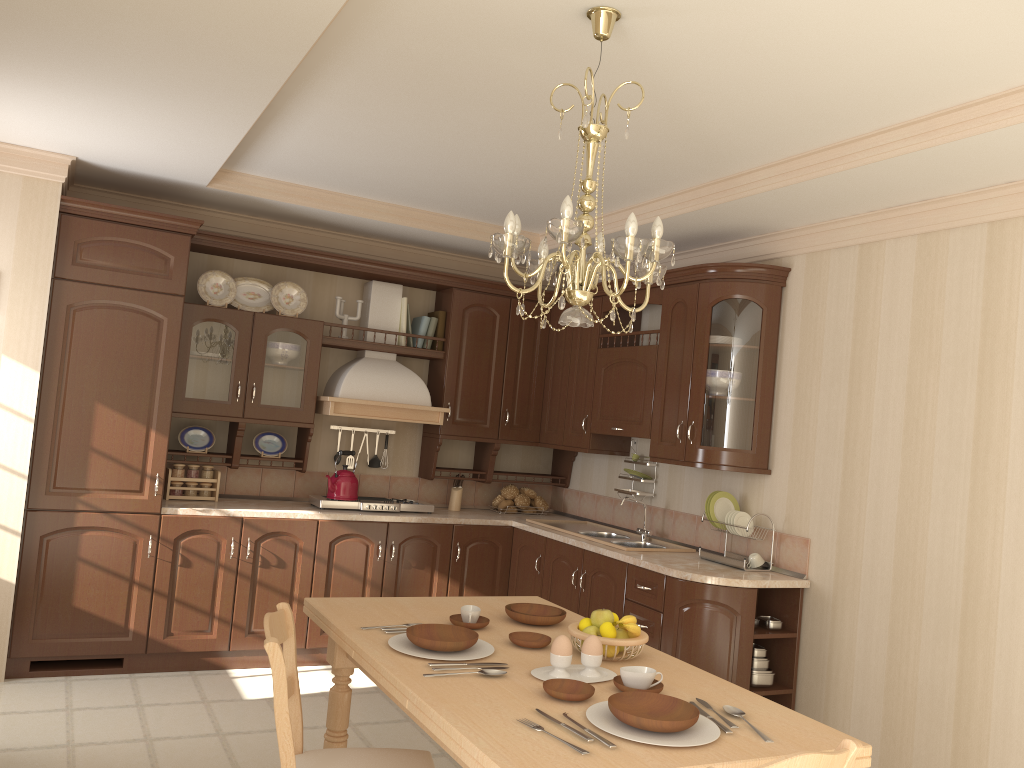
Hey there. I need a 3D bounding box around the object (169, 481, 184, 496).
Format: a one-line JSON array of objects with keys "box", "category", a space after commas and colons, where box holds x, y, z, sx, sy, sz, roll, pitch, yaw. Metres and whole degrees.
[{"box": [-1.860, 0.581, 4.916, 0.068, 0.088, 0.068, 6, -3, -11], "category": "object"}]

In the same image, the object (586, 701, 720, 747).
[{"box": [0.315, 0.761, 1.990, 0.299, 0.009, 0.299, 3, -3, 42], "category": "object"}]

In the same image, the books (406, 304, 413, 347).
[{"box": [-0.675, -0.363, 5.596, 0.068, 0.271, 0.194, 7, -3, -27], "category": "books"}]

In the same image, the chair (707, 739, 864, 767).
[{"box": [0.368, 1.122, 1.883, 0.462, 0.846, 0.517, 7, -3, -34], "category": "chair"}]

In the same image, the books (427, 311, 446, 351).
[{"box": [-0.489, -0.333, 5.677, 0.052, 0.254, 0.205, 7, -3, -27], "category": "books"}]

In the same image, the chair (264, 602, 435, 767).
[{"box": [-0.456, 1.071, 2.429, 0.517, 0.846, 0.462, 6, -3, -10], "category": "chair"}]

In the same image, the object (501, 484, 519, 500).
[{"box": [-0.013, 0.713, 5.850, 0.118, 0.105, 0.100, 7, -3, -32], "category": "object"}]

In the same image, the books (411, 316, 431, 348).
[{"box": [-0.598, -0.323, 5.629, 0.086, 0.209, 0.205, 7, -3, -27], "category": "books"}]

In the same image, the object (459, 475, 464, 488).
[{"box": [-0.338, 0.685, 5.741, 0.053, 0.198, 0.027, 8, -4, -43], "category": "object"}]

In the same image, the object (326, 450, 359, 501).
[{"box": [-0.977, 0.528, 5.163, 0.181, 0.282, 0.227, 5, -3, -4], "category": "object"}]

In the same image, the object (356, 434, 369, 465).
[{"box": [-0.931, 0.407, 5.558, 0.089, 0.195, 0.005, 7, -3, -27], "category": "object"}]

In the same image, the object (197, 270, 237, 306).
[{"box": [-1.662, -0.542, 5.001, 0.220, 0.210, 0.068, 7, -3, -29], "category": "object"}]

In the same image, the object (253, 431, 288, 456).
[{"box": [-1.415, 0.350, 5.194, 0.202, 0.143, 0.071, 7, -3, -29], "category": "object"}]

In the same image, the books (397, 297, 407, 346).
[{"box": [-0.705, -0.384, 5.573, 0.042, 0.305, 0.194, 7, -3, -27], "category": "books"}]

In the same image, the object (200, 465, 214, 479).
[{"box": [-1.718, 0.497, 5.002, 0.068, 0.088, 0.068, 6, -3, -11], "category": "object"}]

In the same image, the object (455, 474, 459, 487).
[{"box": [-0.362, 0.679, 5.764, 0.027, 0.191, 0.052, 4, -3, 19], "category": "object"}]

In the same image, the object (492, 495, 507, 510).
[{"box": [-0.083, 0.780, 5.865, 0.092, 0.109, 0.123, 4, -3, 30], "category": "object"}]

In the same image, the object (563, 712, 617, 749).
[{"box": [0.162, 0.745, 1.914, 0.022, 0.008, 0.218, 6, -3, -25], "category": "object"}]

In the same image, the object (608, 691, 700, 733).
[{"box": [0.316, 0.743, 1.991, 0.204, 0.042, 0.204, 4, -3, 33], "category": "object"}]

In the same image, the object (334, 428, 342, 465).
[{"box": [-1.071, 0.385, 5.485, 0.048, 0.231, 0.015, 7, -3, -26], "category": "object"}]

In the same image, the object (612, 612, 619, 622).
[{"box": [0.291, 0.702, 2.639, 0.054, 0.046, 0.047, 5, -3, 15], "category": "object"}]

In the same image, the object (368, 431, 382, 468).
[{"box": [-0.861, 0.414, 5.609, 0.088, 0.236, 0.028, 7, -3, -27], "category": "object"}]

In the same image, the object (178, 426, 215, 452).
[{"box": [-1.780, 0.308, 5.010, 0.202, 0.143, 0.071, 7, -3, -29], "category": "object"}]

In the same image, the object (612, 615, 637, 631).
[{"box": [0.327, 0.705, 2.573, 0.066, 0.085, 0.184, 5, -3, 11], "category": "object"}]

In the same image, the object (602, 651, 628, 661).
[{"box": [0.274, 0.784, 2.583, 0.128, 0.011, 0.128, 5, -3, 14], "category": "object"}]

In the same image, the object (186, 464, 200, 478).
[{"box": [-1.784, 0.489, 4.961, 0.068, 0.088, 0.068, 6, -3, -11], "category": "object"}]

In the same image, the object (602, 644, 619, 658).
[{"box": [0.277, 0.754, 2.520, 0.055, 0.046, 0.046, 5, -3, 6], "category": "object"}]

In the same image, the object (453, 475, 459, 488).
[{"box": [-0.375, 0.687, 5.736, 0.053, 0.198, 0.027, 8, -4, -43], "category": "object"}]

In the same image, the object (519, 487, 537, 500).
[{"box": [0.103, 0.730, 5.929, 0.112, 0.078, 0.125, 7, -3, -33], "category": "object"}]

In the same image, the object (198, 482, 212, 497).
[{"box": [-1.728, 0.597, 4.998, 0.068, 0.088, 0.068, 6, -3, -11], "category": "object"}]

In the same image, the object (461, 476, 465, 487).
[{"box": [-0.334, 0.677, 5.779, 0.022, 0.159, 0.050, 4, -3, 32], "category": "object"}]

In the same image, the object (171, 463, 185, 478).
[{"box": [-1.851, 0.481, 4.921, 0.068, 0.088, 0.068, 6, -3, -11], "category": "object"}]

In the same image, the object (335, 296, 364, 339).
[{"box": [-1.020, -0.394, 5.364, 0.174, 0.248, 0.163, 4, -3, 25], "category": "object"}]

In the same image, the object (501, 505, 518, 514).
[{"box": [-0.017, 0.822, 5.844, 0.119, 0.058, 0.114, 4, -3, 28], "category": "object"}]

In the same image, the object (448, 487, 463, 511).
[{"box": [-0.359, 0.740, 5.738, 0.078, 0.148, 0.151, 5, -3, 10], "category": "object"}]

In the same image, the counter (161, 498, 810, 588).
[{"box": [-0.343, 0.779, 4.538, 2.603, 0.034, 2.422, 7, -3, -27], "category": "counter"}]

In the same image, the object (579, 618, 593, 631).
[{"box": [0.219, 0.713, 2.612, 0.045, 0.047, 0.055, 5, -3, 5], "category": "object"}]

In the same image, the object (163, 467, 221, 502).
[{"box": [-1.794, 0.561, 4.958, 0.276, 0.170, 0.140, 7, -3, -31], "category": "object"}]

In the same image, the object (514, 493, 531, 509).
[{"box": [0.066, 0.772, 5.838, 0.110, 0.102, 0.115, 5, -3, 2], "category": "object"}]

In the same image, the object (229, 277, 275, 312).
[{"box": [-1.508, -0.519, 5.144, 0.342, 0.209, 0.073, 7, -3, -26], "category": "object"}]

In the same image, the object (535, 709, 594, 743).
[{"box": [0.109, 0.741, 1.930, 0.018, 0.008, 0.212, 7, -3, -32], "category": "object"}]

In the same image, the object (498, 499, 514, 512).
[{"box": [-0.041, 0.799, 5.807, 0.104, 0.092, 0.114, 4, -3, 20], "category": "object"}]

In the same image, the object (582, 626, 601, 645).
[{"box": [0.232, 0.736, 2.557, 0.072, 0.076, 0.074, 3, -3, 38], "category": "object"}]

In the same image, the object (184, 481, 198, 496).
[{"box": [-1.794, 0.589, 4.957, 0.068, 0.088, 0.068, 6, -3, -11], "category": "object"}]

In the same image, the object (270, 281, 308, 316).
[{"box": [-1.303, -0.500, 5.185, 0.220, 0.210, 0.068, 7, -3, -29], "category": "object"}]

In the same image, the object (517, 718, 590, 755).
[{"box": [0.084, 0.737, 1.859, 0.028, 0.004, 0.218, 7, -3, -37], "category": "object"}]

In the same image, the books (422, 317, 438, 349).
[{"box": [-0.548, -0.317, 5.644, 0.080, 0.209, 0.205, 7, -3, -27], "category": "books"}]

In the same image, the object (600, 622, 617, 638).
[{"box": [0.275, 0.706, 2.532, 0.045, 0.053, 0.051, 7, -3, -39], "category": "object"}]

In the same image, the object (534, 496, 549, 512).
[{"box": [0.193, 0.799, 5.902, 0.097, 0.106, 0.117, 4, -3, 18], "category": "object"}]

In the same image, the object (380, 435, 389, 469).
[{"box": [-0.802, 0.431, 5.624, 0.049, 0.219, 0.049, 3, -3, 40], "category": "object"}]

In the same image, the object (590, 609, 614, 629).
[{"box": [0.264, 0.690, 2.594, 0.068, 0.061, 0.069, 6, -3, -11], "category": "object"}]

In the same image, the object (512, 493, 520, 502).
[{"box": [0.010, 0.762, 5.922, 0.110, 0.092, 0.113, 4, -3, 25], "category": "object"}]

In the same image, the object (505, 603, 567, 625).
[{"box": [0.077, 0.766, 2.928, 0.204, 0.042, 0.204, 5, -3, 12], "category": "object"}]

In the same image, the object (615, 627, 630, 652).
[{"box": [0.304, 0.744, 2.575, 0.076, 0.065, 0.077, 3, -3, 39], "category": "object"}]

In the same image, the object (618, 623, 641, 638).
[{"box": [0.339, 0.723, 2.557, 0.064, 0.094, 0.176, 5, -3, 10], "category": "object"}]

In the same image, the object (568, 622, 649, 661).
[{"box": [0.277, 0.753, 2.585, 0.235, 0.068, 0.235, 4, -3, 20], "category": "object"}]

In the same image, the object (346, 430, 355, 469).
[{"box": [-1.000, 0.406, 5.524, 0.051, 0.245, 0.003, 7, -3, -27], "category": "object"}]
